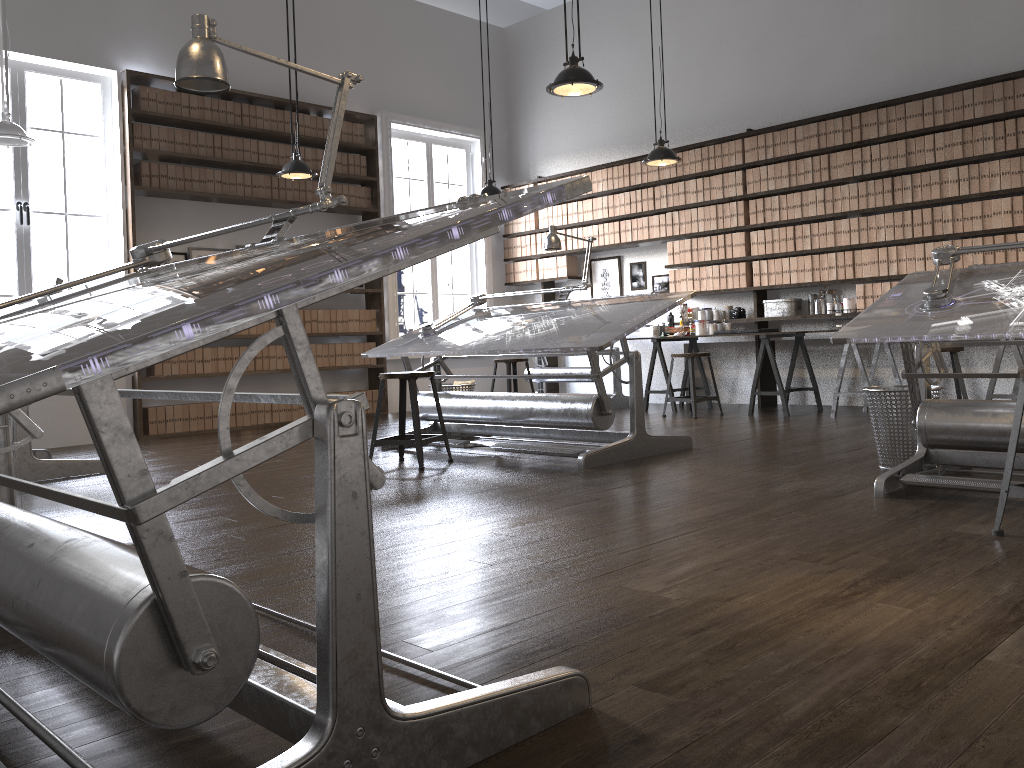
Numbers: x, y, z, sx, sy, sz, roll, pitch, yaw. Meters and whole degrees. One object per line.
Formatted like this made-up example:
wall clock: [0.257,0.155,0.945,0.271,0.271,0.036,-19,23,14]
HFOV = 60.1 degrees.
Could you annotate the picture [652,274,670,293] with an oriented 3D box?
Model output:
picture: [1.499,-0.994,8.798,0.023,0.183,0.251,-2,1,-44]

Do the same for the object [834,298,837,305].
object: [2.686,-0.651,7.330,0.041,0.125,0.008,-2,0,34]

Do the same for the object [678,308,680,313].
object: [1.558,-0.620,8.148,0.008,0.186,0.071,-2,0,-44]

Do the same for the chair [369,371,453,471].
chair: [-0.572,0.199,4.926,0.358,0.528,0.372,-2,1,24]

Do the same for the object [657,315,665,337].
object: [1.383,-0.552,8.213,0.069,0.230,0.068,-2,0,43]

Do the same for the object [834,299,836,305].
object: [2.680,-0.644,7.330,0.028,0.127,0.004,-3,0,44]

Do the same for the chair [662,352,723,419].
chair: [1.480,0.010,7.293,0.359,0.528,0.371,-3,1,-36]

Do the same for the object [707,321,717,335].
object: [1.816,-0.507,8.038,0.094,0.128,0.095,-3,1,-41]

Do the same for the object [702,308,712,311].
object: [1.835,-0.651,8.331,0.094,0.128,0.095,-2,1,-14]

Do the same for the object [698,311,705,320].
object: [1.766,-0.632,8.243,0.062,0.094,0.062,-2,1,31]

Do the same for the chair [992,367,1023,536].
chair: [1.697,0.211,2.626,0.358,0.528,0.371,-2,1,-16]

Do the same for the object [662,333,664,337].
object: [1.404,-0.454,8.157,0.049,0.037,0.049,-1,2,42]

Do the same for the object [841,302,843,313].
object: [2.751,-0.631,7.337,0.044,0.101,0.045,-2,0,-42]

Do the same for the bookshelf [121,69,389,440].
bookshelf: [-2.307,-0.760,8.156,2.476,3.724,0.412,-3,0,-44]

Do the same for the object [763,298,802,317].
object: [2.362,-0.661,7.725,0.317,0.152,0.193,0,2,45]

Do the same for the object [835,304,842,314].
object: [2.747,-0.627,7.347,0.181,0.093,0.062,-3,1,-31]

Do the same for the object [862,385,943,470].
object: [1.837,0.204,4.156,0.353,0.378,0.353,-3,1,-23]

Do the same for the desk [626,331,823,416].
desk: [1.861,-0.095,7.678,0.656,0.669,1.667,-3,2,-44]

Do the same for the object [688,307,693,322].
object: [1.689,-0.660,8.421,0.050,0.139,0.051,-2,0,43]

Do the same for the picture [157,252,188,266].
picture: [-2.919,-0.982,7.634,0.267,0.315,0.058,-3,0,-44]

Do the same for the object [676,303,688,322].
object: [1.614,-0.673,8.394,0.108,0.177,0.106,-3,1,-43]

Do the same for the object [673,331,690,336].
object: [1.514,-0.451,7.925,0.132,0.050,0.197,-3,2,-15]

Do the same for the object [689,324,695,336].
object: [1.632,-0.491,8.017,0.049,0.112,0.049,-2,0,42]

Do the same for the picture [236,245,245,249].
picture: [-2.351,-1.073,8.174,0.370,0.406,0.091,-3,0,-44]

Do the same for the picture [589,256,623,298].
picture: [0.989,-1.041,9.302,0.040,0.575,0.415,-2,0,-44]

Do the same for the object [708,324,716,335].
object: [1.793,-0.489,7.928,0.062,0.094,0.062,-2,0,-4]

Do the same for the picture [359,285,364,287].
picture: [-1.670,-1.140,8.800,0.343,0.364,0.160,-3,1,-44]

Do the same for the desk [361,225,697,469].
desk: [0.023,-0.291,5.579,1.078,1.387,2.278,-3,2,-44]

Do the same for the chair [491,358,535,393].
chair: [0.003,0.033,8.097,0.359,0.528,0.371,-3,1,-36]

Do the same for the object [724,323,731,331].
object: [1.930,-0.494,7.920,0.062,0.094,0.062,-2,0,5]

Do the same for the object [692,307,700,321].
object: [1.740,-0.659,8.372,0.070,0.130,0.070,-2,0,-6]

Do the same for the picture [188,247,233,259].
picture: [-2.654,-1.027,7.870,0.416,0.365,0.083,-4,1,-44]

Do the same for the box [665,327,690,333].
box: [1.534,-0.484,8.153,0.138,0.083,0.211,-4,3,-45]

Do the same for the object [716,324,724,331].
object: [1.863,-0.491,7.920,0.062,0.093,0.063,-2,1,5]

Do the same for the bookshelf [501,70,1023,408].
bookshelf: [3.279,-0.669,6.880,0.374,3.207,9.170,-2,1,-44]

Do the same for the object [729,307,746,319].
object: [2.028,-0.640,8.010,0.091,0.109,0.170,-3,2,-44]

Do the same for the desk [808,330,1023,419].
desk: [3.096,-0.088,6.420,0.656,0.669,1.667,-3,2,-44]

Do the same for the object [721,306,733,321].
object: [1.974,-0.636,8.110,0.107,0.161,0.236,-2,2,11]

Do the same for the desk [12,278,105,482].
desk: [-2.968,-0.060,5.315,1.173,1.189,1.268,-3,2,-44]

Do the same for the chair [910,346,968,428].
chair: [2.812,0.022,5.837,0.371,0.528,0.358,-2,1,19]

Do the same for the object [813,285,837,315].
object: [2.629,-0.720,7.464,0.181,0.272,0.156,-2,0,30]

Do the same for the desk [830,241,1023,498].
desk: [2.370,-0.277,3.188,1.078,1.387,2.067,-3,2,-44]

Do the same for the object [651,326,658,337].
object: [1.328,-0.489,8.253,0.068,0.104,0.068,-3,1,-40]

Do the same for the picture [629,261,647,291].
picture: [1.287,-1.097,9.013,0.201,0.284,0.022,-2,0,45]

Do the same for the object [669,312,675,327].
object: [1.495,-0.561,8.323,0.069,0.230,0.068,-2,0,43]

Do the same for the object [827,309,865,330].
object: [2.646,-0.510,7.002,0.284,0.161,0.203,-4,2,-44]

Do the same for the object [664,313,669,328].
object: [1.434,-0.560,8.263,0.069,0.237,0.068,-2,0,43]

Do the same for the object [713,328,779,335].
object: [1.956,-0.437,7.404,0.312,0.033,0.445,-5,4,-44]

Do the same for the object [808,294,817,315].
object: [2.587,-0.677,7.619,0.079,0.188,0.079,-2,0,25]

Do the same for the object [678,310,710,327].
object: [1.691,-0.604,8.194,0.345,0.146,0.077,-3,1,-22]

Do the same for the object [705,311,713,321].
object: [1.825,-0.632,8.204,0.062,0.093,0.063,-2,1,31]

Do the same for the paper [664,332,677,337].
paper: [1.437,-0.449,8.034,0.155,0.038,0.138,-1,3,31]

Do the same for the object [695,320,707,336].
object: [1.706,-0.507,7.997,0.105,0.142,0.104,-2,1,38]

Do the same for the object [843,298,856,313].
object: [2.768,-0.641,7.269,0.094,0.128,0.095,-3,1,-38]

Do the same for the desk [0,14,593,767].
desk: [-0.820,-0.091,1.890,1.078,1.387,2.067,-3,2,-44]

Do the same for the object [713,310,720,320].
object: [1.885,-0.633,8.175,0.062,0.094,0.062,-2,1,31]

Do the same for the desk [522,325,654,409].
desk: [0.685,-0.318,8.824,1.072,1.098,1.268,-3,2,-44]
